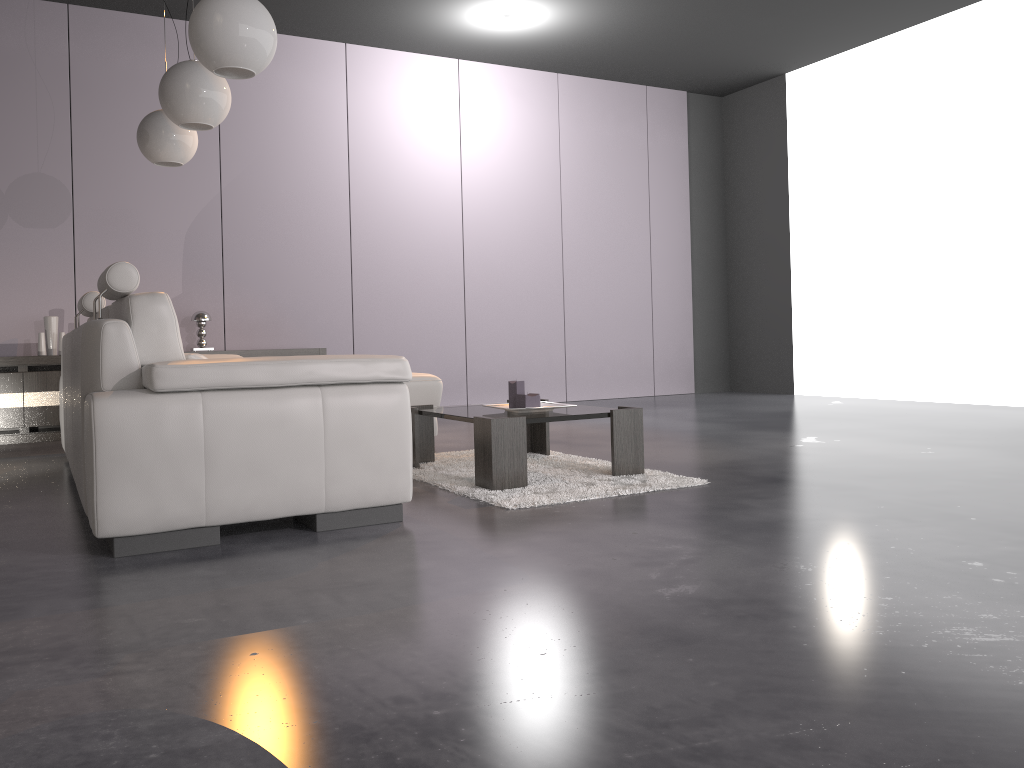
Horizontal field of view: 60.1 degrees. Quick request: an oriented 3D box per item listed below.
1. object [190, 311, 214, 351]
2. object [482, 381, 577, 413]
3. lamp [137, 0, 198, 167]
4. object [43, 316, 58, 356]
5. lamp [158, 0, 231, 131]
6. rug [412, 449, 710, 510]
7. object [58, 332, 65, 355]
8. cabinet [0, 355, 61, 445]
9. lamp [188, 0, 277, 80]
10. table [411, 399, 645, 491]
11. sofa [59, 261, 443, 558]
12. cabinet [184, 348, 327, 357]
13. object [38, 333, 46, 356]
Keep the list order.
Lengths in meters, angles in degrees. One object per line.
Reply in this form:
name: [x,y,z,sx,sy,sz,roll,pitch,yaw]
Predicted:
object: [-2.232,-0.383,6.369,0.140,0.284,0.140,-2,1,-28]
object: [0.069,0.046,3.759,0.304,0.136,0.304,-3,3,-24]
lamp: [-1.853,-1.879,4.730,0.307,1.415,0.307,-2,0,-25]
object: [-3.095,-0.324,5.952,0.089,0.264,0.089,-1,0,23]
lamp: [-1.426,-1.853,3.948,0.307,1.415,0.307,-2,0,-25]
rug: [0.020,0.374,3.842,0.917,0.023,1.526,-3,3,-28]
object: [-2.998,-0.268,5.904,0.051,0.152,0.051,-1,0,40]
cabinet: [-3.201,0.095,5.807,1.073,0.555,0.377,-3,1,-28]
lamp: [-1.020,-1.827,3.196,0.306,1.415,0.307,-1,0,29]
table: [0.018,0.236,3.859,0.701,0.270,0.905,-3,3,-28]
sofa: [-1.005,-0.031,4.079,1.870,0.858,2.862,-3,3,-28]
cabinet: [-1.929,0.028,6.496,1.073,0.555,0.377,-3,1,-28]
object: [-3.104,-0.262,5.846,0.051,0.152,0.051,-1,0,40]
